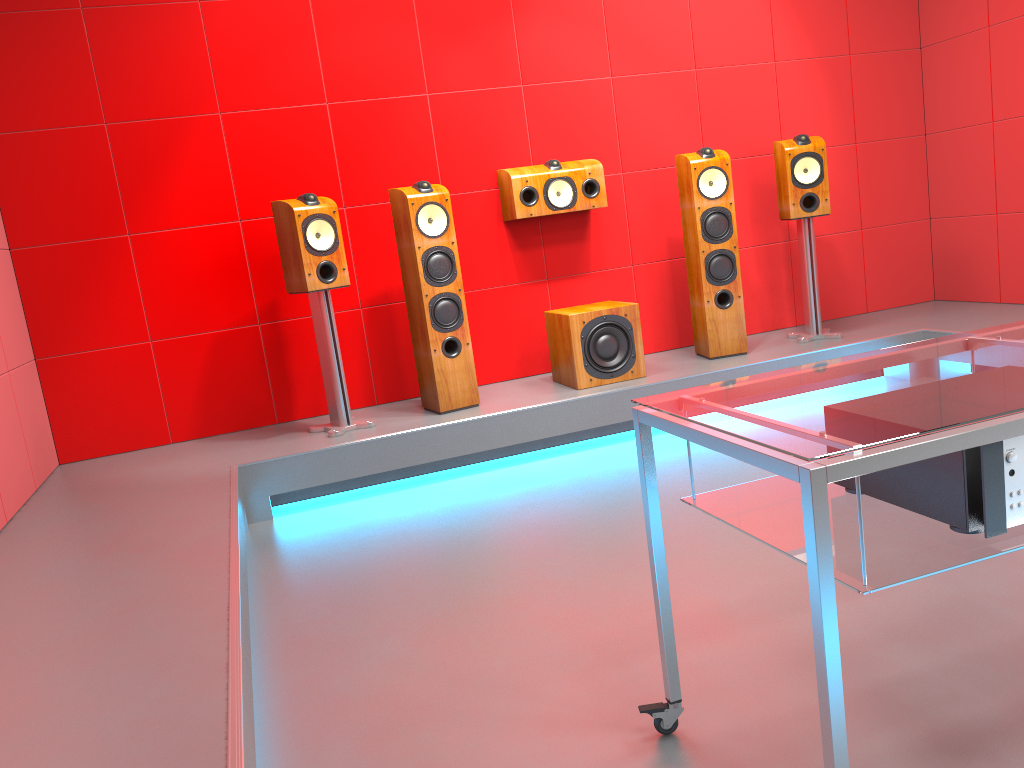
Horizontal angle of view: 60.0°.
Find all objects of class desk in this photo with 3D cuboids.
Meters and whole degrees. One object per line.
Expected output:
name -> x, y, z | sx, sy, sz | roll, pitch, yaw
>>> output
desk -> 1.061, 0.266, 1.683 | 1.617, 0.690, 0.594 | -11, 10, -16

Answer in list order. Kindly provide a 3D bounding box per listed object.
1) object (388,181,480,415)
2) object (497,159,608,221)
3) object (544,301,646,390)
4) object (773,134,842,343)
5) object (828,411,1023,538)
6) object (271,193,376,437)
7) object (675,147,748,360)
object -> -0.358, -0.401, 4.108 | 0.203, 1.052, 0.238 | -13, 11, -26
object -> 0.205, -1.007, 4.545 | 0.493, 0.271, 0.235 | -11, 10, -16
object -> 0.408, -0.199, 4.372 | 0.360, 0.360, 0.360 | -11, 10, -16
object -> 1.546, -0.765, 4.658 | 0.231, 1.058, 0.265 | -7, 10, 4
object -> 0.841, 0.105, 1.524 | 0.431, 0.158, 0.371 | -11, 10, -16
object -> -0.846, -0.311, 3.966 | 0.231, 1.058, 0.265 | -15, 12, -36
object -> 1.020, -0.666, 4.530 | 0.203, 1.052, 0.238 | -9, 10, -6
